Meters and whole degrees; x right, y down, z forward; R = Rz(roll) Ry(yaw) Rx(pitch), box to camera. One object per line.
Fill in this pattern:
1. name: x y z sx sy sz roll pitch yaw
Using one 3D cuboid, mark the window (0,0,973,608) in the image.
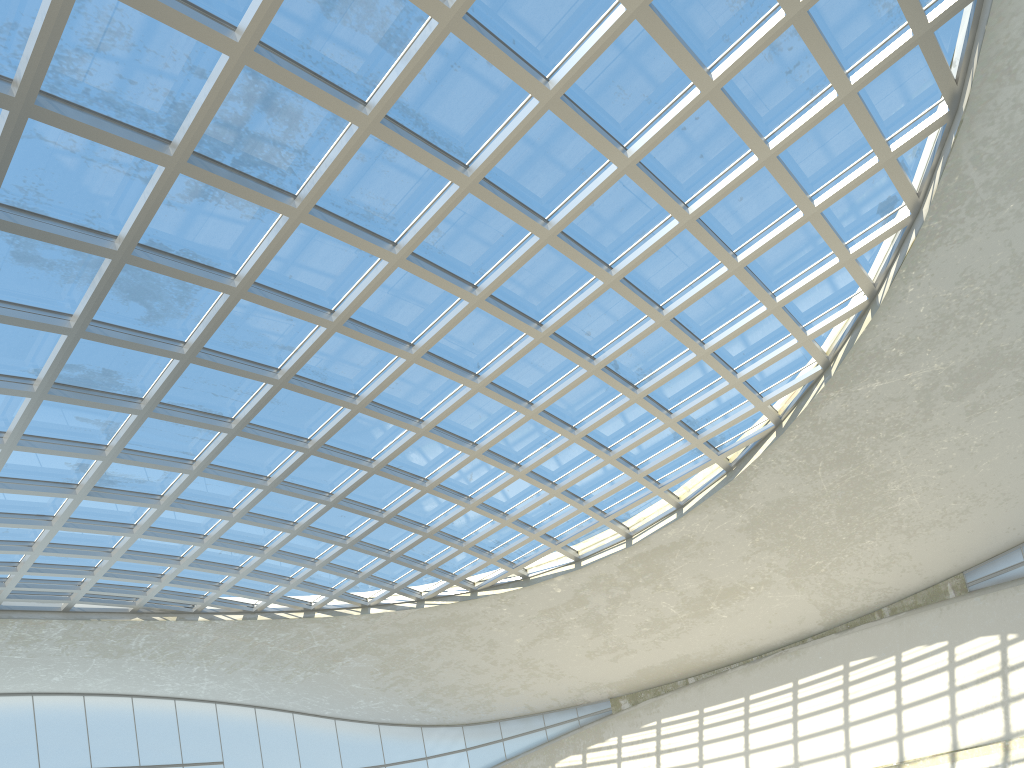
1. window: -15.049 3.104 45.299 81.164 9.986 85.861 21 -43 -41
